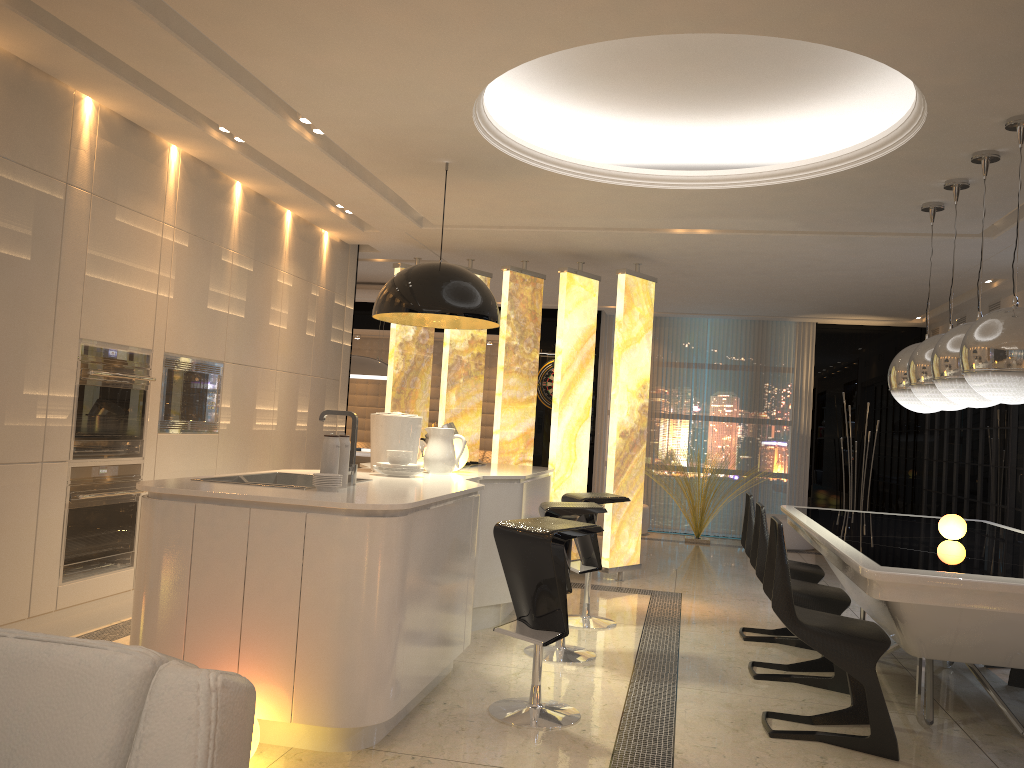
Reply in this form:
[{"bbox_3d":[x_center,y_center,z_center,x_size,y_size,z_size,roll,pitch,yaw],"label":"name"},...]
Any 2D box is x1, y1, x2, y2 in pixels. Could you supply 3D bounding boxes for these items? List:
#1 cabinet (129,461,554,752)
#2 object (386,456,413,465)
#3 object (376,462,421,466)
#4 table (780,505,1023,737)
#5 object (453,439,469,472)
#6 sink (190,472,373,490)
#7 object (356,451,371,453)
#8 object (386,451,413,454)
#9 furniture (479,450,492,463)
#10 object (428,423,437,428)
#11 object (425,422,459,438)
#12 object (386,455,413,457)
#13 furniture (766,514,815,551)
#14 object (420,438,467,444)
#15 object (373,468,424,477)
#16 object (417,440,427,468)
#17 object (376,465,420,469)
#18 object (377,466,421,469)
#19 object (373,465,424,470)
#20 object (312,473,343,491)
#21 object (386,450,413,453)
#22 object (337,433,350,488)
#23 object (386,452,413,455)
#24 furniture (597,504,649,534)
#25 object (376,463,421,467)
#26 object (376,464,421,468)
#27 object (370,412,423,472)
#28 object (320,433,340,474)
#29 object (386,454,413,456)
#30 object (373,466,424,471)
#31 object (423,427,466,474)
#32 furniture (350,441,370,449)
[{"bbox_3d":[-0.564,0.931,4.852,1.046,0.887,3.752,3,-3,11],"label":"cabinet"},{"bbox_3d":[-0.579,0.397,4.543,0.138,0.051,0.138,5,-3,-31],"label":"object"},{"bbox_3d":[-0.581,0.416,4.541,0.229,0.016,0.229,1,-4,41],"label":"object"},{"bbox_3d":[2.122,1.140,4.377,1.293,0.759,3.031,3,-3,11],"label":"table"},{"bbox_3d":[-0.361,0.408,5.203,0.212,0.214,0.213,5,-3,-28],"label":"object"},{"bbox_3d":[-0.958,0.483,3.787,0.485,0.152,0.738,3,-3,11],"label":"sink"},{"bbox_3d":[-1.894,0.743,9.892,1.605,0.026,0.028,3,-3,16],"label":"object"},{"bbox_3d":[-0.577,0.374,4.544,0.138,0.051,0.138,5,-3,-31],"label":"object"},{"bbox_3d":[-0.470,1.305,11.871,1.312,0.810,1.107,3,-3,11],"label":"furniture"},{"bbox_3d":[-1.104,0.883,12.338,0.390,0.718,0.388,3,-3,3],"label":"object"},{"bbox_3d":[-0.476,0.362,6.041,0.256,0.212,0.249,6,-4,-43],"label":"object"},{"bbox_3d":[-0.578,0.391,4.543,0.138,0.051,0.138,5,-3,-31],"label":"object"},{"bbox_3d":[3.073,1.668,10.073,0.735,0.357,0.735,4,-3,-17],"label":"furniture"},{"bbox_3d":[-0.473,0.449,6.038,0.253,0.147,0.266,6,-3,-35],"label":"object"},{"bbox_3d":[-0.582,0.454,4.540,0.264,0.033,0.264,5,-3,-19],"label":"object"},{"bbox_3d":[-0.585,0.413,5.176,0.211,0.174,0.211,5,-3,-31],"label":"object"},{"bbox_3d":[-0.581,0.430,4.541,0.229,0.016,0.229,1,-4,41],"label":"object"},{"bbox_3d":[-0.582,0.435,4.540,0.229,0.016,0.229,1,-4,41],"label":"object"},{"bbox_3d":[-0.582,0.441,4.541,0.264,0.033,0.264,5,-3,-19],"label":"object"},{"bbox_3d":[-0.708,0.377,3.398,0.111,0.062,0.111,2,-3,33],"label":"object"},{"bbox_3d":[-0.577,0.368,4.544,0.138,0.051,0.138,5,-3,-31],"label":"object"},{"bbox_3d":[-0.695,0.308,3.595,0.071,0.219,0.071,4,-3,-12],"label":"object"},{"bbox_3d":[-0.578,0.380,4.543,0.138,0.051,0.138,5,-3,-31],"label":"object"},{"bbox_3d":[1.257,1.576,10.536,0.735,0.357,0.735,3,-3,13],"label":"furniture"},{"bbox_3d":[-0.581,0.421,4.541,0.229,0.016,0.229,1,-4,41],"label":"object"},{"bbox_3d":[-0.581,0.426,4.541,0.229,0.016,0.229,1,-4,41],"label":"object"},{"bbox_3d":[-0.641,0.317,4.864,0.288,0.330,0.288,2,-3,29],"label":"object"},{"bbox_3d":[-0.716,0.302,3.490,0.071,0.219,0.071,3,-3,2],"label":"object"},{"bbox_3d":[-0.578,0.385,4.543,0.138,0.051,0.138,5,-3,-31],"label":"object"},{"bbox_3d":[-0.582,0.448,4.540,0.264,0.033,0.264,5,-3,-19],"label":"object"},{"bbox_3d":[-0.389,0.375,4.979,0.211,0.254,0.183,5,-3,-26],"label":"object"},{"bbox_3d":[-2.336,1.205,12.251,1.312,0.810,1.107,3,-3,11],"label":"furniture"}]
